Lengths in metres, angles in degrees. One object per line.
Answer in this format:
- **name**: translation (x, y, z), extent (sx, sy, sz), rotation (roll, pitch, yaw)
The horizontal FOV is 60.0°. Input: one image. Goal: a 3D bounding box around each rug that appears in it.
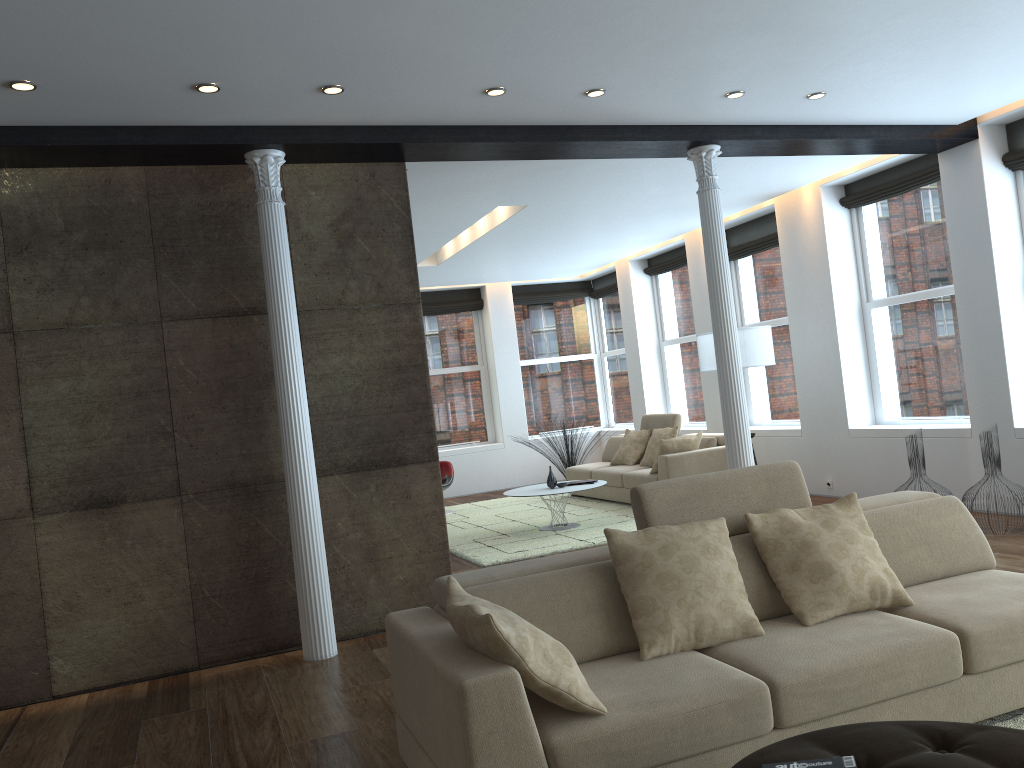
- **rug**: translation (1.799, 1.180, 2.256), extent (4.231, 0.020, 2.972), rotation (-6, -1, -20)
- **rug**: translation (0.422, 1.433, 9.687), extent (2.972, 0.020, 4.231), rotation (-6, -1, -20)

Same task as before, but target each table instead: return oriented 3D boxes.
- **table**: translation (0.444, 1.211, 8.689), extent (1.022, 0.393, 1.022), rotation (-7, -1, 24)

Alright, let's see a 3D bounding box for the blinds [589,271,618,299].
- **blinds**: translation (1.491, -1.502, 13.196), extent (0.156, 0.327, 1.377), rotation (-6, -1, -20)

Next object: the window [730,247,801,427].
- **window**: translation (2.911, -0.653, 9.821), extent (0.123, 2.400, 1.345), rotation (-6, -1, -20)

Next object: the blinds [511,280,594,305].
- **blinds**: translation (0.591, -1.401, 13.594), extent (1.442, 0.312, 0.155), rotation (-6, -1, -20)

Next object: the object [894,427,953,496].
- **object**: translation (3.038, 0.711, 6.620), extent (0.458, 0.781, 0.458), rotation (-6, -1, -21)

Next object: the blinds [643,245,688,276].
- **blinds**: translation (2.113, -1.622, 11.494), extent (0.156, 0.275, 1.442), rotation (-6, -1, -20)

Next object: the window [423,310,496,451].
- **window**: translation (-1.028, -0.160, 13.032), extent (1.420, 2.400, 0.123), rotation (-6, -1, -20)

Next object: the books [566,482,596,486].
- **books**: translation (0.682, 0.982, 8.774), extent (0.300, 0.010, 0.220), rotation (-7, -1, 15)

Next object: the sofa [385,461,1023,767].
- **sofa**: translation (0.893, 0.830, 3.344), extent (2.581, 0.950, 1.021), rotation (-6, -1, -20)

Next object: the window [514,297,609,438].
- **window**: translation (0.695, -0.350, 13.667), extent (1.474, 2.400, 0.123), rotation (-6, -1, -20)

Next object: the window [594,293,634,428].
- **window**: translation (5.359, -0.180, 21.113), extent (34.761, 17.917, 13.698), rotation (-6, -1, -20)

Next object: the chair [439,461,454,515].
- **chair**: translation (-1.059, 1.200, 10.907), extent (0.810, 0.818, 0.669), rotation (-6, -1, -41)

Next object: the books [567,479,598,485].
- **books**: translation (0.687, 0.972, 8.799), extent (0.300, 0.010, 0.220), rotation (-6, -1, -5)

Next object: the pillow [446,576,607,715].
- **pillow**: translation (0.012, 0.816, 2.782), extent (0.395, 0.393, 0.518), rotation (-6, -1, -17)

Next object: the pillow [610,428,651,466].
- **pillow**: translation (1.413, 0.741, 10.464), extent (0.368, 0.416, 0.519), rotation (-6, -1, -25)

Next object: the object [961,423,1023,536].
- **object**: translation (3.401, 0.665, 6.258), extent (0.458, 0.781, 0.458), rotation (-6, -1, -21)

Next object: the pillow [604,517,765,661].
- **pillow**: translation (0.636, 0.728, 3.270), extent (0.534, 0.439, 0.301), rotation (-6, -1, -17)

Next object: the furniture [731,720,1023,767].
- **furniture**: translation (0.964, 1.084, 1.930), extent (1.057, 0.355, 1.057), rotation (-6, -1, -18)

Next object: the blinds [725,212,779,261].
- **blinds**: translation (2.737, -1.655, 9.813), extent (0.156, 0.393, 1.342), rotation (-6, -1, -20)

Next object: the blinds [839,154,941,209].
- **blinds**: translation (3.442, -1.820, 7.875), extent (0.156, 0.275, 1.396), rotation (-6, -1, -20)

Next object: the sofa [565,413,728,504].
- **sofa**: translation (1.555, 0.840, 10.116), extent (1.018, 0.950, 2.581), rotation (-6, -1, -20)

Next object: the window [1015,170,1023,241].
- **window**: translation (4.247, -0.853, 6.185), extent (0.123, 2.400, 1.432), rotation (-6, -1, -20)

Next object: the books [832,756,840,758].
- **books**: translation (0.711, 0.935, 2.015), extent (0.219, 0.031, 0.300), rotation (-6, -1, -5)

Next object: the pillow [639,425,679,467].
- **pillow**: translation (1.639, 0.697, 9.883), extent (0.301, 0.439, 0.534), rotation (-6, -1, -24)

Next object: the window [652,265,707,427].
- **window**: translation (2.293, -0.561, 11.504), extent (0.123, 2.400, 1.444), rotation (-6, -1, -20)

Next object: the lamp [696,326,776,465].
- **lamp**: translation (2.207, 0.349, 8.441), extent (0.698, 1.728, 0.698), rotation (-7, -1, 3)

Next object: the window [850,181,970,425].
- **window**: translation (3.623, -0.760, 7.883), extent (0.123, 2.400, 1.391), rotation (-6, -1, -20)

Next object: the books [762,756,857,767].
- **books**: translation (0.685, 0.931, 2.021), extent (0.220, 0.040, 0.301), rotation (-7, -1, 15)

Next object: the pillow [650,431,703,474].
- **pillow**: translation (1.681, 0.704, 9.087), extent (0.518, 0.393, 0.395), rotation (-6, -1, -24)

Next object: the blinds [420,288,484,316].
- **blinds**: translation (-1.113, -1.188, 12.956), extent (1.422, 0.363, 0.156), rotation (-6, -1, -20)

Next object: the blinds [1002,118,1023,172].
- **blinds**: translation (4.059, -1.852, 6.170), extent (0.183, 0.395, 1.431), rotation (-6, -1, -20)

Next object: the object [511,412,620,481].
- **object**: translation (0.727, 0.905, 11.741), extent (1.119, 1.014, 1.125), rotation (-6, -1, -34)

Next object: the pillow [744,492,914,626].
- **pillow**: translation (1.224, 0.674, 3.476), extent (0.519, 0.416, 0.368), rotation (-6, -1, -16)
